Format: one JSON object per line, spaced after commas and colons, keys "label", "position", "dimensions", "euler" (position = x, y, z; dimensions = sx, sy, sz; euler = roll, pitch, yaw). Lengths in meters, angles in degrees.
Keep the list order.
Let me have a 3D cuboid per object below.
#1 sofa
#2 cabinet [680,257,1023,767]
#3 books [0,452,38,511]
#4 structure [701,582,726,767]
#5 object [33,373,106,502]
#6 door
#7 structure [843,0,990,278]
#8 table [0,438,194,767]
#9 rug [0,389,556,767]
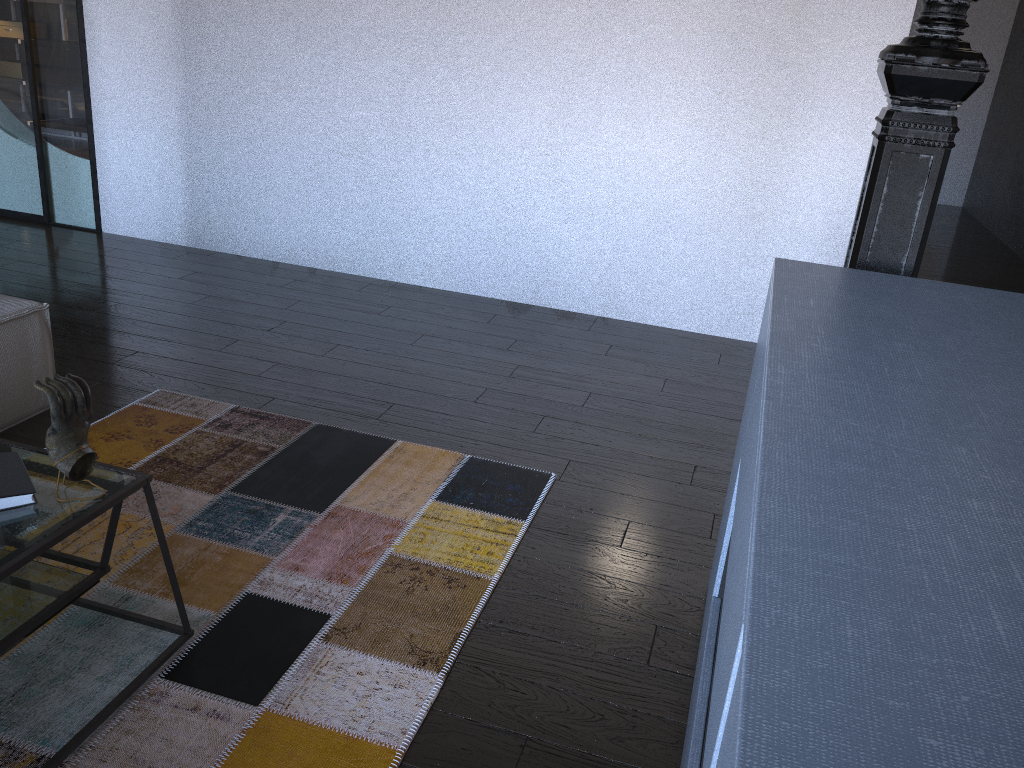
{"label": "sofa", "position": [-1.727, 0.335, 1.248], "dimensions": [2.535, 0.699, 3.294], "euler": [11, 22, 13]}
{"label": "cabinet", "position": [0.409, 0.658, 0.695], "dimensions": [0.607, 0.846, 2.954], "euler": [11, 22, 13]}
{"label": "books", "position": [-0.934, 0.175, 1.579], "dimensions": [0.129, 0.029, 0.181], "euler": [-11, 27, -35]}
{"label": "structure", "position": [0.450, 0.479, 1.232], "dimensions": [0.332, 0.395, 0.942], "euler": [11, 22, 13]}
{"label": "object", "position": [-0.783, 0.089, 1.567], "dimensions": [0.093, 0.223, 0.099], "euler": [-10, 26, -33]}
{"label": "door", "position": [-4.107, -2.347, 4.991], "dimensions": [4.184, 2.599, 0.138], "euler": [11, 23, 13]}
{"label": "structure", "position": [-3.077, -0.899, 1.655], "dimensions": [8.514, 2.399, 0.480], "euler": [4, 22, -4]}
{"label": "table", "position": [-1.168, 0.408, 1.498], "dimensions": [0.842, 0.389, 0.847], "euler": [11, 22, 13]}
{"label": "rug", "position": [-0.864, 0.535, 1.819], "dimensions": [1.431, 0.013, 2.359], "euler": [11, 22, 13]}
